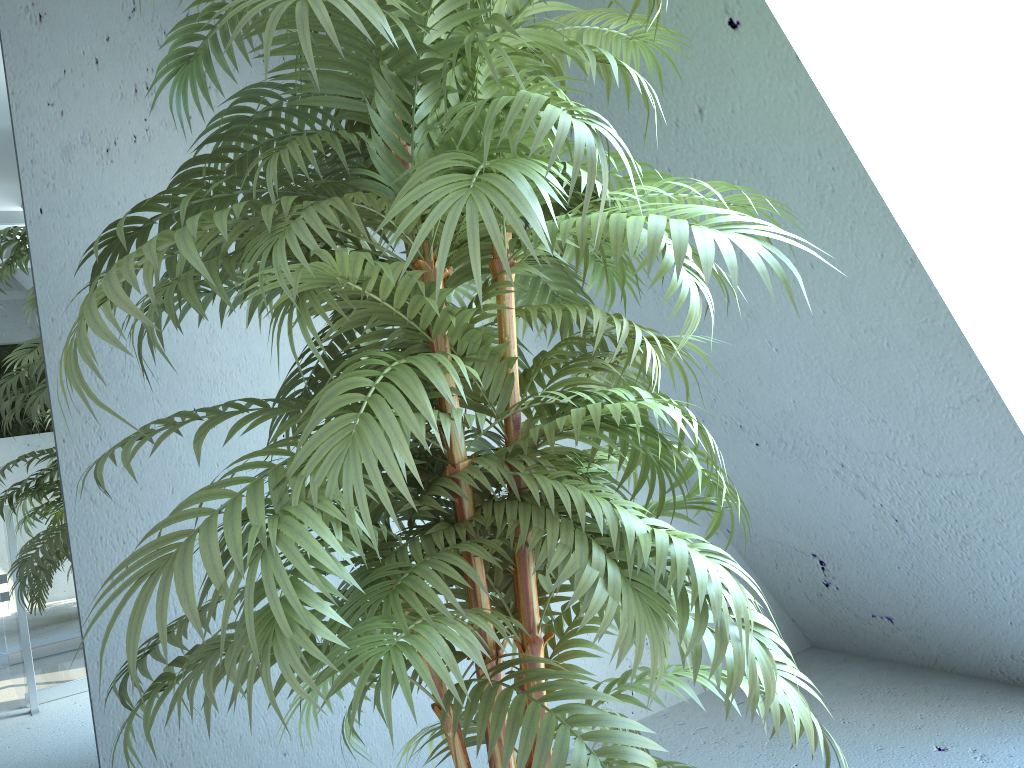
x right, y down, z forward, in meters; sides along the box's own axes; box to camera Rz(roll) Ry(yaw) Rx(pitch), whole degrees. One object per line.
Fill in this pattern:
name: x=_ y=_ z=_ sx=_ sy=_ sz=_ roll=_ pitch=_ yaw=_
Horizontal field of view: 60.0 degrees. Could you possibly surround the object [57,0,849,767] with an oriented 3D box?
object: x=-0.065 y=0.016 z=1.206 sx=0.980 sy=2.034 sz=1.020 roll=-8 pitch=-1 yaw=15
